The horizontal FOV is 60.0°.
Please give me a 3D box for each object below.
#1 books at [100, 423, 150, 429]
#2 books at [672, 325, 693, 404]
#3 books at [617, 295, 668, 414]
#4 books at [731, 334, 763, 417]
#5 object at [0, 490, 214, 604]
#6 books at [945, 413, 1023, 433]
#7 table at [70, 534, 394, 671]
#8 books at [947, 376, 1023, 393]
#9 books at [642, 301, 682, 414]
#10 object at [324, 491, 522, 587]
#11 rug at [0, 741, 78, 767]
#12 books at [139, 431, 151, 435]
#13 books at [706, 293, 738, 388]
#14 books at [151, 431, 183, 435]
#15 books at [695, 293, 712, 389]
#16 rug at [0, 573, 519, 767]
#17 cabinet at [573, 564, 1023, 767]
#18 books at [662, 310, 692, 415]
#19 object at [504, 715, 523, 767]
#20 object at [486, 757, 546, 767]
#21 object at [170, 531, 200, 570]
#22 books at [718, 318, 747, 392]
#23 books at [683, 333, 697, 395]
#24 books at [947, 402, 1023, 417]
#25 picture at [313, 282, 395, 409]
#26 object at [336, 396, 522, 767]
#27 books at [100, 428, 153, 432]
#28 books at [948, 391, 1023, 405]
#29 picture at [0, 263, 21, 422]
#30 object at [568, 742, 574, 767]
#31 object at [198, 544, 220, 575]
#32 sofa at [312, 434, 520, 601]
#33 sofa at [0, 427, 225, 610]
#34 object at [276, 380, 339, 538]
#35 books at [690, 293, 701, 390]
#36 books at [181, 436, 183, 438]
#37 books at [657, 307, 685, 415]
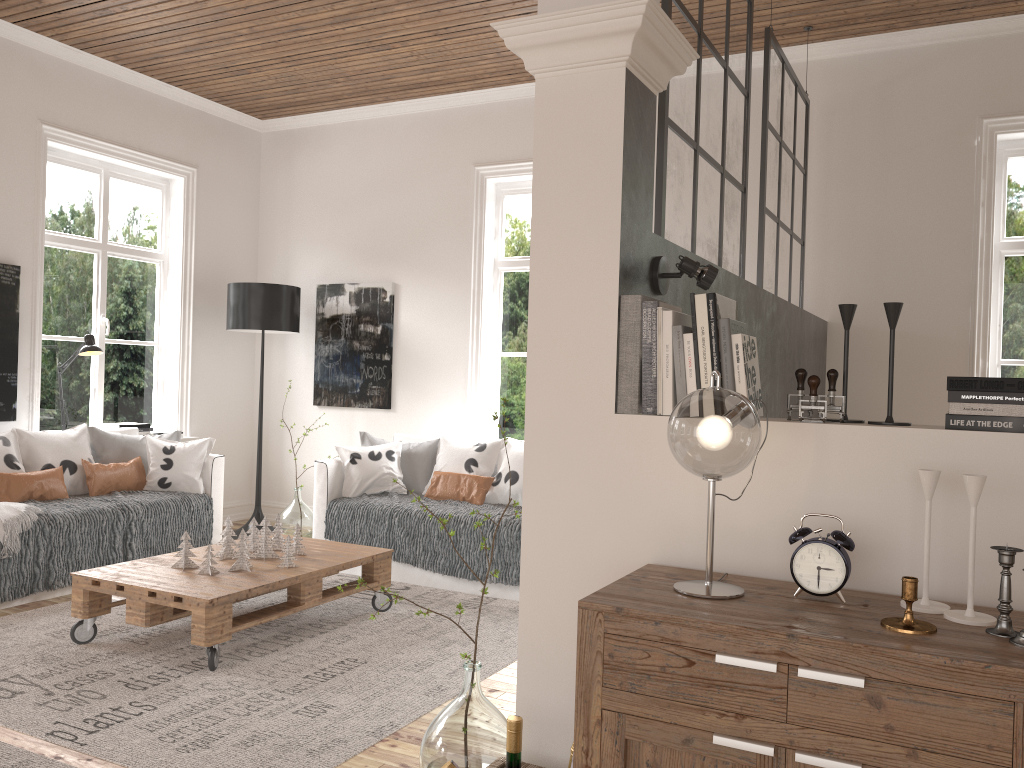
[{"bbox_3d":[-2.595,0.281,5.955,0.190,0.028,0.239,2,0,29],"label":"books"},{"bbox_3d":[0.406,-0.029,2.037,0.044,0.203,0.141,2,0,27],"label":"books"},{"bbox_3d":[0.314,-0.067,2.118,0.050,0.271,0.200,2,0,27],"label":"books"},{"bbox_3d":[0.530,-0.017,1.996,0.045,0.185,0.152,2,0,27],"label":"books"},{"bbox_3d":[-2.419,0.810,4.660,0.651,0.423,1.680,2,0,28],"label":"object"},{"bbox_3d":[1.010,0.079,1.762,0.258,0.032,0.191,2,0,29],"label":"books"},{"bbox_3d":[-1.205,0.942,3.989,0.821,0.300,1.189,2,0,27],"label":"table"},{"bbox_3d":[1.004,0.003,1.764,0.239,0.028,0.190,2,0,29],"label":"books"},{"bbox_3d":[0.355,-0.059,2.094,0.046,0.257,0.193,2,0,27],"label":"books"},{"bbox_3d":[-0.197,0.836,5.026,1.704,0.390,0.656,2,0,27],"label":"object"},{"bbox_3d":[-2.261,1.070,1.668,2.254,0.003,2.474,2,0,27],"label":"rug"},{"bbox_3d":[-2.592,0.329,5.953,0.191,0.023,0.242,2,0,25],"label":"books"},{"bbox_3d":[0.491,-0.062,2.033,0.048,0.274,0.210,2,0,27],"label":"books"},{"bbox_3d":[-2.473,0.341,6.207,0.202,0.012,0.251,2,0,29],"label":"books"},{"bbox_3d":[0.470,-0.062,2.042,0.054,0.272,0.200,2,0,27],"label":"books"},{"bbox_3d":[-1.093,1.095,3.935,2.254,0.003,2.474,2,0,27],"label":"rug"},{"bbox_3d":[0.834,0.794,1.467,1.432,0.750,0.408,2,0,27],"label":"cabinet"},{"bbox_3d":[0.395,-0.046,2.080,0.031,0.236,0.200,2,0,27],"label":"books"},{"bbox_3d":[0.001,0.935,1.984,0.095,0.377,0.095,2,0,-27],"label":"object"},{"bbox_3d":[0.026,1.009,1.897,0.276,0.270,0.276,2,0,27],"label":"object"},{"bbox_3d":[-1.394,0.706,3.796,0.093,0.161,0.088,2,0,37],"label":"object"},{"bbox_3d":[0.507,-0.034,2.009,0.047,0.219,0.171,2,0,27],"label":"books"},{"bbox_3d":[0.425,-0.020,2.023,0.042,0.185,0.125,2,0,27],"label":"books"},{"bbox_3d":[1.001,0.051,1.760,0.242,0.023,0.191,2,0,25],"label":"books"},{"bbox_3d":[-1.164,-0.282,6.503,0.680,0.908,0.041,2,0,27],"label":"picture"},{"bbox_3d":[-0.221,0.584,2.395,0.515,1.117,0.275,2,0,-6],"label":"object"},{"bbox_3d":[-2.595,0.306,5.965,0.212,0.023,0.258,2,0,27],"label":"books"},{"bbox_3d":[1.013,0.029,1.763,0.258,0.023,0.212,2,0,27],"label":"books"},{"bbox_3d":[-3.059,-0.240,4.890,0.041,0.908,0.680,2,0,27],"label":"picture"},{"bbox_3d":[0.104,0.952,1.932,0.127,0.361,0.094,2,0,27],"label":"object"},{"bbox_3d":[-1.267,0.729,3.705,0.068,0.124,0.072,2,0,12],"label":"object"},{"bbox_3d":[-0.131,0.732,5.159,1.960,0.776,0.866,2,0,27],"label":"sofa"},{"bbox_3d":[-2.558,0.659,4.722,0.866,0.776,1.960,2,0,27],"label":"sofa"},{"bbox_3d":[-1.351,0.531,6.050,0.275,1.117,0.515,2,0,44],"label":"object"},{"bbox_3d":[0.452,-0.064,2.047,0.038,0.274,0.200,2,0,27],"label":"books"},{"bbox_3d":[-2.466,0.368,6.205,0.187,0.014,0.253,2,0,27],"label":"books"},{"bbox_3d":[0.379,-0.051,2.088,0.019,0.243,0.205,2,0,27],"label":"books"}]
